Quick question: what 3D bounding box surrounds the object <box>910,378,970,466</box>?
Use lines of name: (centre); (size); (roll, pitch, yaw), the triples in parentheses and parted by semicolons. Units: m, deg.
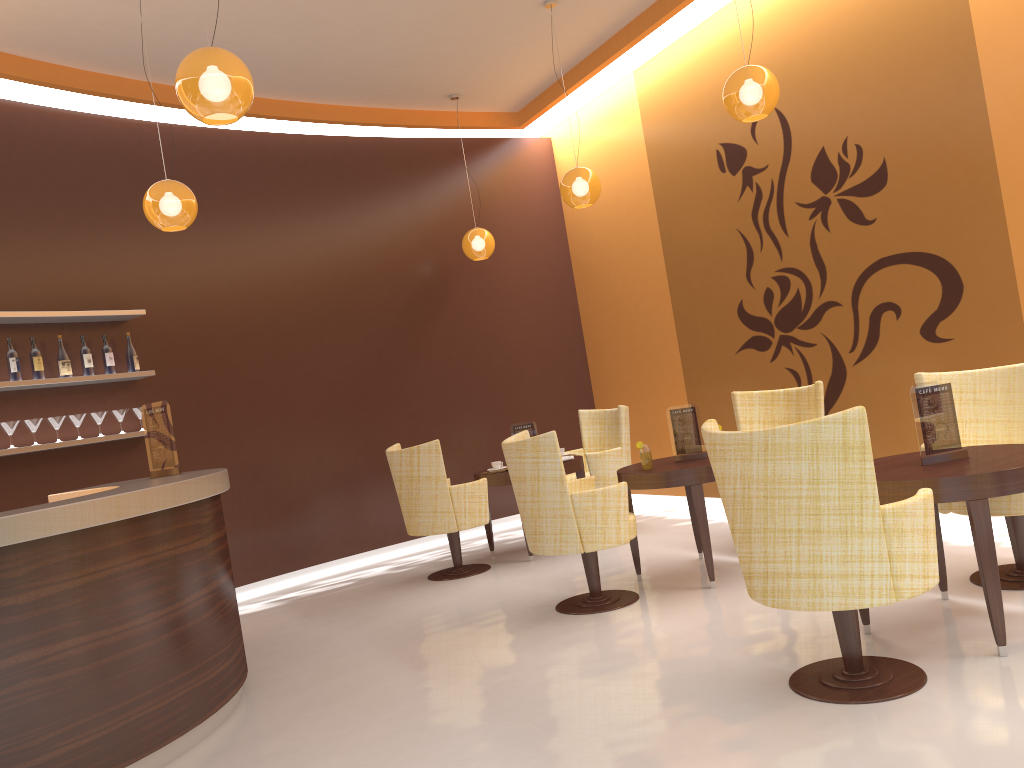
object: (1.759, 0.154, 3.655); (0.209, 0.335, 0.042); (-9, -1, -9)

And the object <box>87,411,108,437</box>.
object: (-2.875, 0.285, 6.178); (0.137, 0.174, 0.137); (-10, -1, 38)

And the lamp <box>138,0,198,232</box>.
lamp: (-2.076, -1.638, 5.144); (0.299, 1.500, 0.299); (-9, -1, -9)

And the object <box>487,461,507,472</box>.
object: (-0.118, 0.635, 6.832); (0.153, 0.069, 0.153); (-9, -1, 0)

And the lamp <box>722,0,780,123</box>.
lamp: (1.191, -2.173, 4.798); (0.299, 1.500, 0.299); (-9, -1, -2)

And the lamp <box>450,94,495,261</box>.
lamp: (-0.401, -1.867, 8.012); (0.299, 1.500, 0.299); (-9, -1, -27)

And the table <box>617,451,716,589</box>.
table: (1.118, 0.796, 5.338); (0.872, 0.679, 0.874); (-9, -1, 5)

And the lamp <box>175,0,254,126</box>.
lamp: (-1.280, -1.791, 3.537); (0.299, 1.500, 0.299); (-10, -1, 41)

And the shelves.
shelves: (-3.647, 0.049, 4.366); (0.586, 0.902, 4.744); (-10, -1, 20)

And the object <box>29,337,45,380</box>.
object: (-3.154, -0.163, 5.875); (0.073, 0.297, 0.073); (-9, -1, -29)

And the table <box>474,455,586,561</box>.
table: (0.181, 0.973, 6.998); (0.872, 0.679, 0.874); (-9, -1, 10)

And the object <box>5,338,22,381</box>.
object: (-3.233, -0.152, 5.742); (0.073, 0.297, 0.073); (-9, -1, 11)

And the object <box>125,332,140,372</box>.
object: (-2.762, -0.223, 6.429); (0.086, 0.303, 0.086); (-9, -1, -12)

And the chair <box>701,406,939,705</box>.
chair: (1.143, 0.589, 3.234); (0.685, 1.017, 0.729); (-9, -1, -30)

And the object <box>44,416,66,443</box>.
object: (-3.041, 0.309, 5.929); (0.137, 0.174, 0.137); (-10, -1, 38)

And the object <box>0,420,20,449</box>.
object: (-3.206, 0.330, 5.669); (0.137, 0.174, 0.137); (-10, -1, 28)

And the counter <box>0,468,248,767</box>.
counter: (-2.100, 1.082, 3.823); (1.586, 1.100, 2.917); (-9, -1, 18)

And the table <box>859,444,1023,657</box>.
table: (1.836, 0.655, 3.656); (0.872, 0.679, 0.874); (-9, -1, 10)

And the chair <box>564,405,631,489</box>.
chair: (0.718, 0.723, 7.576); (0.685, 1.017, 0.729); (-9, -1, -27)

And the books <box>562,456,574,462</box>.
books: (0.249, 0.597, 6.775); (0.367, 0.035, 0.345); (-9, -1, -37)

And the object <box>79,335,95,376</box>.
object: (-2.960, -0.190, 6.161); (0.073, 0.297, 0.073); (-9, -1, 11)

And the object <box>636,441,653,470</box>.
object: (0.784, 0.418, 5.204); (0.072, 0.171, 0.067); (-8, -1, -44)

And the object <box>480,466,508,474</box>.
object: (-0.128, 0.666, 6.821); (0.239, 0.021, 0.464); (-9, -1, -13)

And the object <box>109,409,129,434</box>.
object: (-2.781, 0.272, 6.304); (0.137, 0.174, 0.137); (-9, -1, -2)

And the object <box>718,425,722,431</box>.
object: (1.281, 0.342, 5.530); (0.067, 0.171, 0.072); (-10, -1, 21)

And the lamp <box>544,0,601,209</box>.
lamp: (0.395, -2.020, 6.405); (0.299, 1.500, 0.299); (-9, -1, 16)

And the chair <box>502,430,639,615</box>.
chair: (0.354, 0.744, 5.017); (0.685, 1.017, 0.729); (-9, -1, -10)

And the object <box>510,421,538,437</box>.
object: (0.110, 0.471, 7.054); (0.209, 0.335, 0.042); (-9, -1, -4)

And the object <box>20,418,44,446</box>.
object: (-3.127, 0.319, 5.802); (0.137, 0.174, 0.137); (-10, -1, 38)

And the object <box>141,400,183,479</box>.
object: (-1.950, 0.307, 4.911); (0.258, 0.414, 0.052); (-10, -1, 32)

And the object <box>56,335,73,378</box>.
object: (-3.057, -0.181, 6.035); (0.086, 0.303, 0.086); (-8, -1, -43)

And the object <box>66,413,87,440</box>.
object: (-2.963, 0.298, 6.053); (0.137, 0.174, 0.137); (-10, -1, 38)

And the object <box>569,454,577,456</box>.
object: (0.414, 0.583, 7.175); (0.239, 0.021, 0.464); (-9, -1, -30)

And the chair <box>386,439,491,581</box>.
chair: (-0.513, 0.908, 6.575); (0.685, 1.017, 0.729); (-9, -1, -30)

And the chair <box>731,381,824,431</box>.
chair: (1.726, 0.533, 5.812); (0.685, 1.017, 0.729); (-9, -1, -39)

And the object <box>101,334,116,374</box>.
object: (-2.868, -0.203, 6.289); (0.073, 0.297, 0.073); (-9, -1, 11)

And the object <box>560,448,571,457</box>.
object: (0.391, 0.557, 7.173); (0.153, 0.069, 0.153); (-8, -1, -43)

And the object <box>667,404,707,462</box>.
object: (0.607, 0.378, 6.194); (0.187, 0.335, 2.090); (-9, -1, -30)

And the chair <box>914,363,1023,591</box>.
chair: (2.377, 0.404, 4.234); (0.729, 1.017, 0.685); (-10, -1, 31)

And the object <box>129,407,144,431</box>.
object: (-2.691, 0.259, 6.429); (0.137, 0.174, 0.137); (-10, -1, 38)
